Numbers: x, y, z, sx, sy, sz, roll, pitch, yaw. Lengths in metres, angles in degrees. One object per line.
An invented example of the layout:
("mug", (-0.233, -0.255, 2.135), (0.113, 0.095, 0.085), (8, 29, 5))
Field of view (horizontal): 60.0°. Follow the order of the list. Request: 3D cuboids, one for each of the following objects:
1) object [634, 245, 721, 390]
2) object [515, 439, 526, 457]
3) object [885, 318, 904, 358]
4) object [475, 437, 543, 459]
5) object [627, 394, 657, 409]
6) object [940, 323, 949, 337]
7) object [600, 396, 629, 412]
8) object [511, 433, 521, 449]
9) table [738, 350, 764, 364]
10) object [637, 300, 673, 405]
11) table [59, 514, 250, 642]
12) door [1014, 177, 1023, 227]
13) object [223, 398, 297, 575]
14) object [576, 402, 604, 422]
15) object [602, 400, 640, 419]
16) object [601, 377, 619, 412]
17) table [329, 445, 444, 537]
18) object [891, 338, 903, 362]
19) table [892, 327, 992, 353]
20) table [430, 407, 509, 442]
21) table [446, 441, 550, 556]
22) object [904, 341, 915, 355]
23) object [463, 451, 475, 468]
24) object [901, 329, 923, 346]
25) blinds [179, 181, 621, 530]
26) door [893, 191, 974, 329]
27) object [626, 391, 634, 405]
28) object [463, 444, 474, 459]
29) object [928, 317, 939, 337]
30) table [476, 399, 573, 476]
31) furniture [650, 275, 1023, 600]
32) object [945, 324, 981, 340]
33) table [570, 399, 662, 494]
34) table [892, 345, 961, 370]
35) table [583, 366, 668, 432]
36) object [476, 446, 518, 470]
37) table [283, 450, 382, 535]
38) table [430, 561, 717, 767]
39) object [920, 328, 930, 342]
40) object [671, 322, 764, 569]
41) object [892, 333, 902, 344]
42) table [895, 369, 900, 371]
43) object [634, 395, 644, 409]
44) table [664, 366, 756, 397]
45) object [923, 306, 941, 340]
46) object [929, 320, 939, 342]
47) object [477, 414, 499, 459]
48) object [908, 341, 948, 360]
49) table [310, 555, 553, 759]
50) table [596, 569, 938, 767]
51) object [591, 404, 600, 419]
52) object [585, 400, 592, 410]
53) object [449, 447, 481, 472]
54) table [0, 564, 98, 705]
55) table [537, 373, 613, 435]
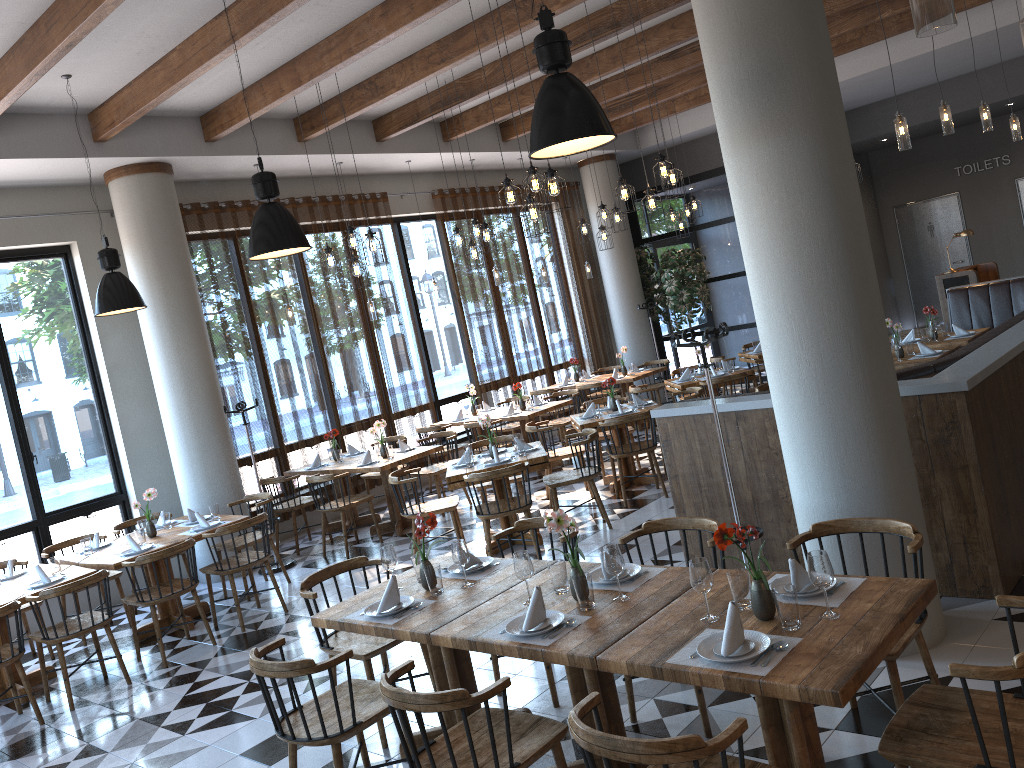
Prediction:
("object", (2.575, -1.058, 14.480), (1.629, 2.588, 1.387), (-11, 3, 27))
("object", (0.075, 0.538, 7.409), (0.080, 0.132, 0.080), (-12, 3, 8))
("object", (3.626, -0.440, 8.406), (0.207, 0.399, 0.146), (-14, 3, -39))
("object", (-0.052, 0.536, 7.725), (0.582, 0.137, 0.578), (-12, 4, -2))
("object", (1.290, 0.150, 8.930), (0.272, 0.137, 0.352), (-12, 4, -2))
("object", (4.521, -0.564, 9.250), (0.079, 0.132, 0.080), (-9, 4, 43))
("object", (1.014, 0.188, 9.186), (0.352, 0.137, 0.273), (-12, 4, -2))
("object", (0.043, 0.509, 7.839), (0.080, 0.132, 0.080), (-12, 3, 8))
("table", (3.588, -0.107, 11.679), (0.864, 0.762, 0.866), (-12, 4, -2))
("object", (2.276, -0.460, 13.818), (0.376, 1.655, 0.374), (-13, 3, -24))
("table", (-2.878, 1.635, 7.318), (1.221, 0.762, 1.211), (-16, 5, -43))
("door", (9.530, -2.505, 15.243), (1.202, 2.390, 0.115), (-10, 3, 43))
("object", (-2.446, 0.981, 8.570), (0.373, 1.655, 0.376), (-11, 3, 26))
("object", (0.770, 0.264, 8.904), (0.272, 0.137, 0.352), (-12, 4, -2))
("object", (1.046, 0.226, 8.649), (0.352, 0.137, 0.273), (-12, 4, -2))
("object", (0.993, 0.106, 8.878), (0.156, 0.354, 0.171), (-12, 3, 8))
("table", (-1.219, 1.129, 9.153), (0.847, 0.762, 0.855), (-9, 5, 43))
("object", (3.568, -0.317, 8.215), (0.081, 0.215, 0.081), (-13, 3, -16))
("table", (4.479, -0.093, 9.212), (0.847, 0.762, 0.855), (-9, 5, 43))
("table", (-0.386, 0.770, 11.348), (0.847, 0.762, 0.855), (-9, 5, 43))
("table", (-0.063, 1.008, 7.622), (0.864, 0.762, 0.866), (-12, 4, -2))
("object", (3.793, -0.341, 8.441), (0.079, 0.132, 0.080), (-9, 4, 43))
("object", (-0.355, 0.632, 7.380), (0.080, 0.132, 0.080), (-11, 3, 18))
("object", (4.195, -0.507, 9.375), (0.271, 0.137, 0.354), (-8, 6, 43))
("blinds", (-0.983, -0.816, 11.854), (0.159, 3.575, 7.306), (-10, 4, 43))
("door", (8.003, -2.298, 16.679), (1.202, 2.390, 0.115), (-10, 3, 43))
("object", (1.224, 0.149, 9.151), (0.080, 0.132, 0.079), (-15, 4, -42))
("object", (-0.381, 0.601, 7.821), (0.080, 0.132, 0.080), (-11, 3, 18))
("object", (4.453, -0.601, 9.361), (0.081, 0.215, 0.082), (-10, 3, 35))
("table", (0.232, 0.686, 10.766), (0.847, 0.762, 0.855), (-9, 5, 43))
("furniture", (3.878, -0.023, 7.525), (1.911, 1.148, 6.624), (-8, 6, 43))
("object", (4.569, -0.557, 9.012), (0.271, 0.137, 0.354), (-8, 6, 43))
("table", (1.123, 0.646, 8.940), (0.864, 0.762, 0.866), (-12, 4, -2))
("table", (3.751, 0.129, 8.403), (0.847, 0.762, 0.855), (-9, 5, 43))
("table", (1.653, 0.252, 12.345), (0.847, 0.762, 0.855), (-9, 5, 43))
("object", (-0.139, 0.587, 7.337), (0.352, 0.137, 0.273), (-12, 4, -2))
("table", (-1.838, 1.213, 9.735), (0.847, 0.762, 0.855), (-9, 5, 43))
("table", (0.333, 1.254, 3.618), (0.847, 0.762, 0.855), (-9, 5, 43))
("object", (4.275, -0.504, 9.163), (0.079, 0.132, 0.080), (-11, 3, 28))
("object", (1.217, 0.494, 4.999), (0.373, 1.655, 0.376), (-11, 3, 21))
("object", (3.726, -0.379, 8.552), (0.081, 0.215, 0.082), (-10, 3, 35))
("table", (3.033, 0.348, 7.605), (0.847, 0.762, 0.855), (-9, 5, 43))
("object", (1.256, 0.177, 8.721), (0.080, 0.132, 0.079), (-15, 4, -42))
("table", (2.349, 0.272, 10.302), (0.864, 0.762, 0.866), (-12, 4, -2))
("object", (4.369, -0.641, 9.201), (0.155, 0.354, 0.172), (-10, 3, 36))
("object", (4.296, -0.539, 9.023), (0.081, 0.215, 0.081), (-13, 3, -16))
("object", (-0.209, 0.447, 7.586), (0.147, 0.399, 0.206), (-13, 3, -27))
("object", (3.845, -0.336, 8.207), (0.271, 0.137, 0.354), (-8, 6, 43))
("table", (-0.283, 1.338, 4.198), (0.847, 0.762, 0.855), (-9, 5, 43))
("table", (0.950, 1.170, 3.038), (0.847, 0.762, 0.855), (-9, 5, 43))
("object", (0.826, 0.272, 8.692), (0.080, 0.132, 0.080), (-14, 3, -32))
("object", (0.800, 0.241, 9.133), (0.080, 0.132, 0.079), (-15, 4, -42))
("object", (-0.415, 0.625, 7.592), (0.272, 0.137, 0.352), (-12, 4, -2))
("table", (-3.709, 1.888, 6.394), (1.221, 0.762, 1.211), (-16, 5, -43))
("table", (1.035, 0.336, 12.927), (0.847, 0.762, 0.855), (-9, 5, 43))
